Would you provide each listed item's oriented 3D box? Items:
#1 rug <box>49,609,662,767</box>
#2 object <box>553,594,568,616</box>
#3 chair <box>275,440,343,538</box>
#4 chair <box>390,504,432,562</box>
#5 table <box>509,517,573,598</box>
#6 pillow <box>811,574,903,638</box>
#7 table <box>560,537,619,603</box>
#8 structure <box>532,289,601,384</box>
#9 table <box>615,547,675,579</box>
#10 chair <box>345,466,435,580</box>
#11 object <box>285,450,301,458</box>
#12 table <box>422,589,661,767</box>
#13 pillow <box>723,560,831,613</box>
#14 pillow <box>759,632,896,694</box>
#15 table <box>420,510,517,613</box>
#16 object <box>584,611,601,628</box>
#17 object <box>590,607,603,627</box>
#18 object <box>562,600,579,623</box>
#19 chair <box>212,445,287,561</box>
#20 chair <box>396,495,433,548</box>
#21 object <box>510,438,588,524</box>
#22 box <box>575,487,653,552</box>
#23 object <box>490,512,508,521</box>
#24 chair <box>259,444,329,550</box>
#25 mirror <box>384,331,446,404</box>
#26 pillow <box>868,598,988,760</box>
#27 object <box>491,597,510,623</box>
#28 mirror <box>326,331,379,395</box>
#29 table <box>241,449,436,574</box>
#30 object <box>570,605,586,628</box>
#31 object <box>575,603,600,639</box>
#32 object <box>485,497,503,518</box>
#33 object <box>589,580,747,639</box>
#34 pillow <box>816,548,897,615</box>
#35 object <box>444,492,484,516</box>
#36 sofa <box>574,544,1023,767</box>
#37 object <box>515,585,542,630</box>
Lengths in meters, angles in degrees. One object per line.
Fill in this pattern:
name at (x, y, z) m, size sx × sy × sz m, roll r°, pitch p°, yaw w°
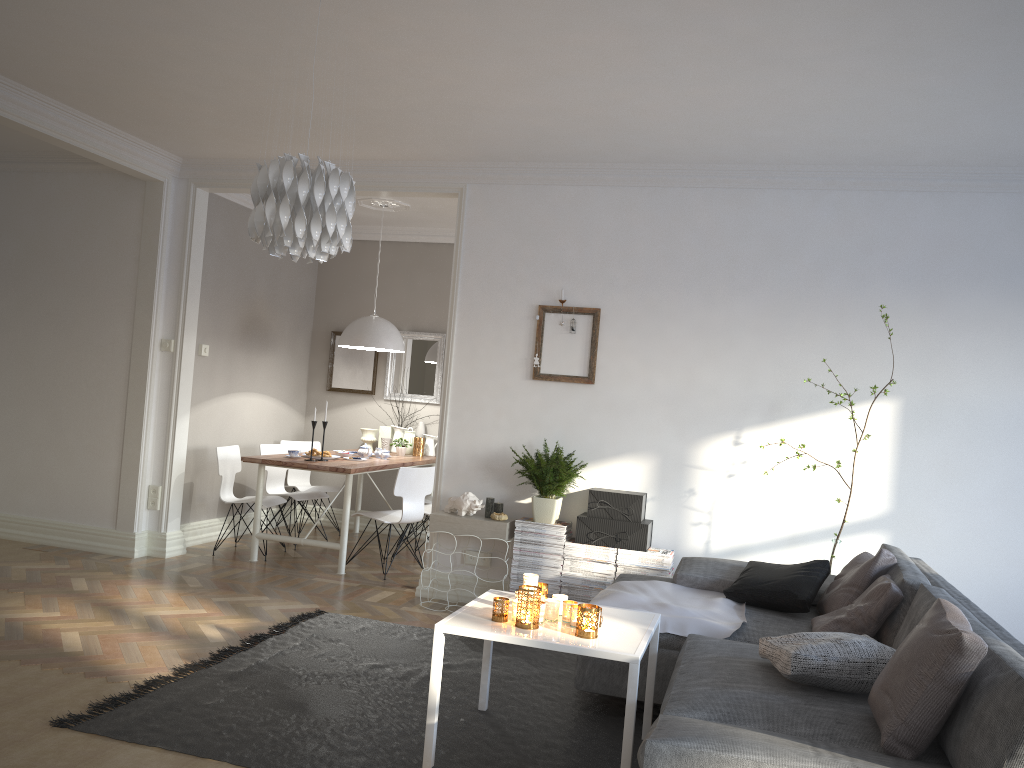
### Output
rug at (-0.407, 1.335, 3.867) m, size 2.110 × 0.055 × 2.016 m, roll 5°, pitch -1°, yaw 15°
object at (0.182, 0.844, 3.384) m, size 0.060 × 0.073 × 0.060 m, roll 4°, pitch -1°, yaw 40°
chair at (-1.778, 0.910, 7.783) m, size 0.432 × 0.785 × 0.479 m, roll 5°, pitch -1°, yaw -43°
chair at (-0.605, 0.992, 6.870) m, size 0.479 × 0.785 × 0.432 m, roll 5°, pitch 0°, yaw 21°
table at (0.172, 1.122, 5.357) m, size 0.321 × 0.596 × 0.247 m, roll 5°, pitch 0°, yaw 15°
pillow at (1.422, 0.933, 3.680) m, size 0.337 × 0.311 × 0.415 m, roll 5°, pitch -1°, yaw 21°
table at (0.464, 1.194, 5.275) m, size 0.327 × 0.499 × 0.247 m, roll 5°, pitch 0°, yaw 15°
structure at (0.337, -0.299, 5.489) m, size 0.398 × 0.574 × 0.053 m, roll 5°, pitch 0°, yaw 13°
table at (0.766, 1.218, 5.191) m, size 0.327 × 0.499 × 0.247 m, roll 5°, pitch 0°, yaw 15°
chair at (-0.862, 0.961, 6.365) m, size 0.479 × 0.785 × 0.432 m, roll 5°, pitch -1°, yaw 36°
object at (-1.607, 0.515, 6.535) m, size 0.116 × 0.056 × 0.137 m, roll 6°, pitch -1°, yaw -44°
table at (0.142, 1.129, 3.315) m, size 0.715 × 0.504 × 0.675 m, roll 5°, pitch -1°, yaw 15°
pillow at (1.264, 0.948, 4.227) m, size 0.421 × 0.248 × 0.402 m, roll 4°, pitch -1°, yaw 36°
pillow at (1.078, 0.934, 3.007) m, size 0.406 × 0.194 × 0.404 m, roll 5°, pitch -1°, yaw 2°
table at (-0.253, 1.099, 5.437) m, size 0.553 × 0.575 × 0.299 m, roll 5°, pitch 0°, yaw 16°
object at (0.285, 0.849, 3.177) m, size 0.060 × 0.073 × 0.060 m, roll 5°, pitch -1°, yaw -23°
object at (0.309, 0.856, 3.258) m, size 0.054 × 0.068 × 0.047 m, roll 5°, pitch -1°, yaw -24°
object at (0.214, 0.845, 3.286) m, size 0.060 × 0.073 × 0.060 m, roll 4°, pitch -1°, yaw 40°
chair at (-1.950, 0.873, 6.617) m, size 0.479 × 0.785 × 0.431 m, roll 5°, pitch 0°, yaw 6°
chair at (-0.675, 0.999, 7.514) m, size 0.479 × 0.785 × 0.431 m, roll 5°, pitch 0°, yaw 6°
object at (0.206, 0.590, 5.327) m, size 0.438 × 0.526 × 0.368 m, roll 5°, pitch -1°, yaw 16°
box at (0.609, 0.796, 5.244) m, size 0.419 × 0.315 × 0.298 m, roll 5°, pitch -1°, yaw 15°
object at (-0.074, 0.801, 5.362) m, size 0.099 × 0.046 × 0.104 m, roll 5°, pitch -1°, yaw -28°
chair at (-1.775, 0.899, 7.193) m, size 0.479 × 0.785 × 0.432 m, roll 5°, pitch 0°, yaw 26°
mirror at (-0.878, -0.155, 8.034) m, size 0.544 × 0.632 × 0.047 m, roll 5°, pitch 0°, yaw 15°
pillow at (1.160, 0.824, 2.503) m, size 0.242 × 0.390 × 0.426 m, roll 5°, pitch -1°, yaw 16°
object at (-0.042, 0.819, 3.219) m, size 0.060 × 0.079 × 0.060 m, roll 5°, pitch -1°, yaw 6°
mirror at (-1.467, -0.195, 8.195) m, size 0.474 × 0.557 × 0.052 m, roll 5°, pitch 0°, yaw 15°
table at (-1.269, 0.959, 7.095) m, size 0.852 × 0.750 × 1.987 m, roll 5°, pitch -1°, yaw 16°
object at (0.239, 0.846, 3.226) m, size 0.060 × 0.073 × 0.060 m, roll 4°, pitch -1°, yaw 40°
object at (0.265, 0.830, 3.106) m, size 0.080 × 0.104 × 0.080 m, roll 5°, pitch -1°, yaw 6°
object at (-0.110, 0.756, 5.457) m, size 0.123 × 0.134 × 0.062 m, roll 5°, pitch -1°, yaw -34°
object at (0.689, 1.191, 4.086) m, size 0.725 × 0.437 × 0.812 m, roll 5°, pitch -1°, yaw 14°
pillow at (1.583, 0.924, 4.047) m, size 0.324 × 0.403 × 0.430 m, roll 5°, pitch -1°, yaw 3°
object at (-0.289, 0.733, 5.444) m, size 0.137 × 0.150 × 0.311 m, roll 5°, pitch -1°, yaw -45°
sofa at (0.958, 1.093, 3.385) m, size 1.554 × 0.772 × 2.633 m, roll 5°, pitch -1°, yaw 16°
object at (0.057, 0.796, 3.165) m, size 0.090 × 0.140 × 0.087 m, roll 5°, pitch 0°, yaw -14°
